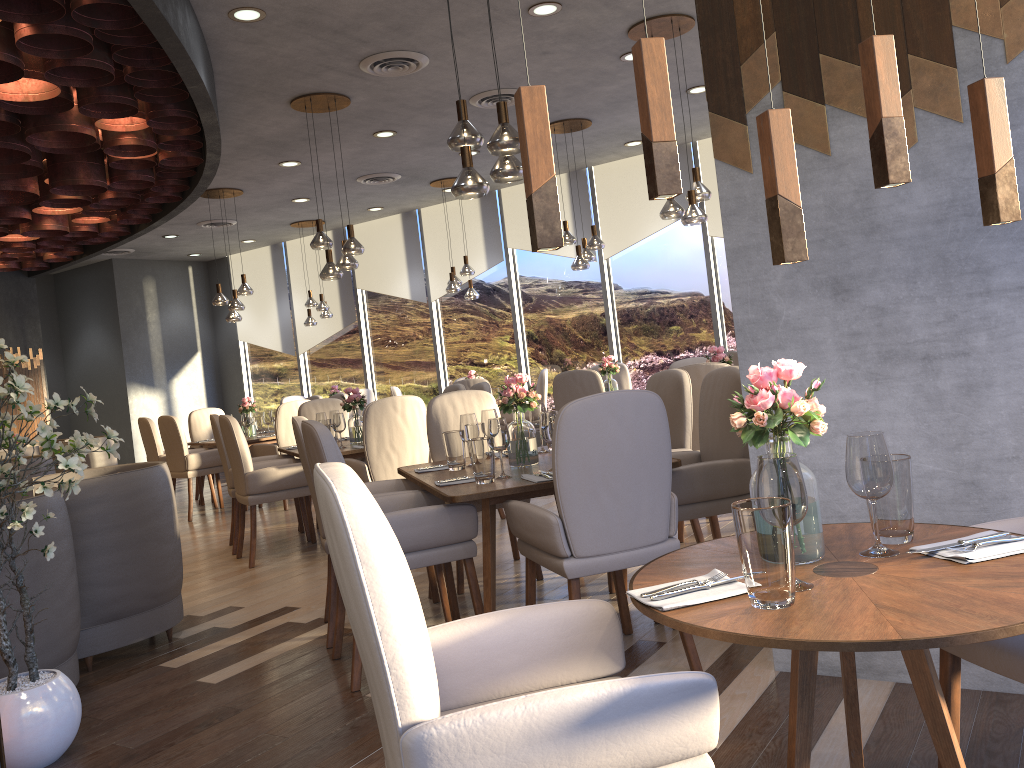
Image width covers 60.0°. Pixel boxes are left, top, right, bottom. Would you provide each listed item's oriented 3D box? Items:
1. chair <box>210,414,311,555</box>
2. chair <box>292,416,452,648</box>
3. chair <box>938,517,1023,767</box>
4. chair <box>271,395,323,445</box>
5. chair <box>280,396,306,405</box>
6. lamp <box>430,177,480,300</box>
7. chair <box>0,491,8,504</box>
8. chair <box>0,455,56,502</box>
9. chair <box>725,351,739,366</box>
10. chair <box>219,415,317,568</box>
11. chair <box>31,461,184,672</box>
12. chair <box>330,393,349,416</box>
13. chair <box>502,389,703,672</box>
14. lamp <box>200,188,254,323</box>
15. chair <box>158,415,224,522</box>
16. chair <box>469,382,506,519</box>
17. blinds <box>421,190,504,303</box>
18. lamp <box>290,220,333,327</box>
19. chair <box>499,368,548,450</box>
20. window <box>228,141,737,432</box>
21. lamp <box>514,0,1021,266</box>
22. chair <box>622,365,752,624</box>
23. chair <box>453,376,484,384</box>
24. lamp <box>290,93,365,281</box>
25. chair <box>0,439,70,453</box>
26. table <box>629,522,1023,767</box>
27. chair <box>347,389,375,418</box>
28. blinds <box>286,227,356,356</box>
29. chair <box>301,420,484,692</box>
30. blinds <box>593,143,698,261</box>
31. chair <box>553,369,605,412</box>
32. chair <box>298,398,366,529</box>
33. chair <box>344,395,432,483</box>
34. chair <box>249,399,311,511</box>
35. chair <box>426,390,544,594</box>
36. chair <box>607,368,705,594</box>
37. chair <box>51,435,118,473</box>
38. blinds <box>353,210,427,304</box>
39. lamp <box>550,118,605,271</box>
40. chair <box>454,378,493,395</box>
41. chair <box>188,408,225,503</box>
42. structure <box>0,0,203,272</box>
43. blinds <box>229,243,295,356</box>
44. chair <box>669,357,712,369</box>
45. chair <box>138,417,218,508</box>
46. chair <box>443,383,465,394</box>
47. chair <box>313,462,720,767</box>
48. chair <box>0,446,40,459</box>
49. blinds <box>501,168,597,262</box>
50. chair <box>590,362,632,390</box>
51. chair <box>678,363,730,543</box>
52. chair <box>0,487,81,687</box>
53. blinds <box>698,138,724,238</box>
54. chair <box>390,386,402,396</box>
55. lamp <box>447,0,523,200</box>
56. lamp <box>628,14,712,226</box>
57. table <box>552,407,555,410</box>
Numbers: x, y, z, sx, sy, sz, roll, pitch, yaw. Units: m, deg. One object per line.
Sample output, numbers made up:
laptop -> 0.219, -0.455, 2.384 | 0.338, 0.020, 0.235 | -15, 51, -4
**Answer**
chair -> -1.861, 0.682, 6.538 | 0.600, 1.000, 0.527 | -7, 0, -21
chair -> -0.652, 0.609, 4.079 | 0.600, 1.000, 0.528 | -7, 0, -13
chair -> 1.249, 0.447, 1.876 | 0.600, 1.000, 0.528 | -7, 0, -14
chair -> -2.363, 0.653, 9.785 | 0.601, 1.000, 0.527 | -7, 0, -43
chair -> -2.754, 0.641, 11.882 | 0.529, 1.000, 0.598 | -7, 0, -44
lamp -> -0.622, -1.600, 9.906 | 0.439, 1.326, 0.440 | -7, 0, 26
chair -> -2.913, 0.945, 4.365 | 0.776, 0.837, 0.594 | -7, 1, -42
chair -> -3.608, 0.969, 6.433 | 0.596, 0.837, 0.773 | -7, 1, -17
chair -> 2.205, 0.180, 7.605 | 0.600, 1.000, 0.528 | -7, 0, -10
chair -> -1.621, 0.669, 6.023 | 0.600, 1.000, 0.527 | -7, 0, -28
chair -> -1.906, 0.830, 4.258 | 0.596, 0.837, 0.773 | -7, 1, -37
chair -> -2.004, 0.623, 9.350 | 0.601, 1.000, 0.527 | -7, 0, -38
chair -> 0.300, 0.522, 3.199 | 0.529, 1.000, 0.599 | -7, 0, -19
lamp -> -2.921, -1.311, 9.132 | 0.440, 1.326, 0.439 | -7, 0, -18
chair -> -3.004, 0.762, 8.503 | 0.601, 1.000, 0.527 | -7, 0, -45
chair -> -0.420, 0.515, 6.541 | 0.600, 1.000, 0.527 | -7, 0, -21
blinds -> -0.699, -2.421, 11.070 | 1.171, 2.681, 0.007 | -7, 0, 33
lamp -> -2.563, -1.416, 11.449 | 0.438, 1.326, 0.440 | -7, 0, 32
chair -> 0.153, 0.357, 9.874 | 0.600, 1.000, 0.528 | -7, 0, 0
window -> 1.390, -1.052, 6.508 | 8.066, 3.199, 16.113 | -7, 2, -12
lamp -> 0.439, -1.198, 1.754 | 1.162, 1.932, 0.118 | -7, 0, -12
chair -> 0.767, 0.448, 3.896 | 0.600, 1.000, 0.528 | -7, 0, -14
chair -> -0.447, 0.412, 10.435 | 0.528, 1.000, 0.599 | -7, 0, -4
lamp -> -1.339, -1.425, 6.553 | 0.438, 1.326, 0.440 | -7, 0, 38
chair -> -5.189, 1.062, 9.782 | 0.775, 0.837, 0.595 | -7, 0, -12
table -> 0.682, 0.686, 1.711 | 0.832, 0.662, 0.835 | -6, 1, 24
chair -> -1.982, 0.575, 11.020 | 0.529, 1.000, 0.598 | -7, 0, -43
blinds -> -2.726, -1.783, 12.430 | 1.171, 2.681, 0.007 | -7, 0, 33
chair -> -0.479, 0.603, 3.537 | 0.600, 1.000, 0.527 | -7, 0, -21
blinds -> 1.373, -2.771, 9.702 | 1.171, 2.681, 0.007 | -7, 0, 33
chair -> 0.642, 0.366, 7.475 | 0.528, 1.000, 0.600 | -7, 0, 15
chair -> -1.480, 0.618, 7.295 | 0.529, 1.000, 0.599 | -7, 0, -21
chair -> -0.794, 0.579, 5.776 | 0.529, 1.000, 0.599 | -7, 0, -26
chair -> -2.146, 0.662, 8.501 | 0.529, 1.000, 0.598 | -7, 0, -43
chair -> -0.180, 0.535, 4.782 | 0.528, 1.000, 0.599 | -7, 0, -14
chair -> 0.615, 0.451, 4.441 | 0.600, 1.000, 0.527 | -7, 0, -19
chair -> -4.429, 0.988, 9.252 | 0.595, 0.837, 0.774 | -7, 1, -7
blinds -> -1.737, -2.319, 11.750 | 1.171, 2.681, 0.007 | -7, 0, 33
lamp -> 0.583, -1.690, 8.051 | 0.438, 1.326, 0.440 | -7, 0, 36
chair -> -0.390, 0.437, 9.275 | 0.528, 1.000, 0.599 | -7, 0, -4
chair -> -3.236, 0.755, 9.762 | 0.529, 1.000, 0.598 | -7, 0, -38
structure -> -3.787, -1.675, 6.516 | 2.759, 0.557, 9.440 | -7, 2, -27
blinds -> -3.766, -1.681, 13.111 | 1.171, 2.681, 0.007 | -7, 0, 33
chair -> 1.374, 0.311, 6.366 | 0.528, 1.000, 0.600 | -7, 0, 9
chair -> -3.382, 0.795, 8.926 | 0.601, 1.000, 0.527 | -7, 0, -38
chair -> -0.638, 0.526, 7.062 | 0.600, 1.000, 0.527 | -7, 0, -26
chair -> 0.005, 0.600, 1.588 | 0.600, 1.000, 0.528 | -7, 0, -14
chair -> -4.927, 1.067, 8.480 | 0.775, 0.837, 0.595 | -7, 0, -17
blinds -> 0.322, -2.667, 10.391 | 1.171, 2.681, 0.007 | -7, 0, 33
chair -> 0.948, 0.299, 8.595 | 0.528, 1.000, 0.600 | -7, 0, 14
chair -> 1.154, 0.367, 5.226 | 0.528, 1.000, 0.600 | -7, 0, 10
chair -> -2.003, 0.867, 3.333 | 0.594, 0.837, 0.776 | -6, 1, 43
blinds -> 2.446, -2.578, 9.019 | 1.171, 2.681, 0.007 | -7, 0, 33
chair -> -1.001, 0.491, 9.886 | 0.600, 1.000, 0.528 | -7, 0, -1
lamp -> -0.164, -1.492, 3.966 | 0.439, 1.326, 0.440 | -7, 0, 18
lamp -> 1.057, -1.684, 5.822 | 0.438, 1.326, 0.440 | -7, 0, 41
table -> 0.811, 0.499, 8.030 | 0.834, 0.662, 0.833 | -7, 1, -7
